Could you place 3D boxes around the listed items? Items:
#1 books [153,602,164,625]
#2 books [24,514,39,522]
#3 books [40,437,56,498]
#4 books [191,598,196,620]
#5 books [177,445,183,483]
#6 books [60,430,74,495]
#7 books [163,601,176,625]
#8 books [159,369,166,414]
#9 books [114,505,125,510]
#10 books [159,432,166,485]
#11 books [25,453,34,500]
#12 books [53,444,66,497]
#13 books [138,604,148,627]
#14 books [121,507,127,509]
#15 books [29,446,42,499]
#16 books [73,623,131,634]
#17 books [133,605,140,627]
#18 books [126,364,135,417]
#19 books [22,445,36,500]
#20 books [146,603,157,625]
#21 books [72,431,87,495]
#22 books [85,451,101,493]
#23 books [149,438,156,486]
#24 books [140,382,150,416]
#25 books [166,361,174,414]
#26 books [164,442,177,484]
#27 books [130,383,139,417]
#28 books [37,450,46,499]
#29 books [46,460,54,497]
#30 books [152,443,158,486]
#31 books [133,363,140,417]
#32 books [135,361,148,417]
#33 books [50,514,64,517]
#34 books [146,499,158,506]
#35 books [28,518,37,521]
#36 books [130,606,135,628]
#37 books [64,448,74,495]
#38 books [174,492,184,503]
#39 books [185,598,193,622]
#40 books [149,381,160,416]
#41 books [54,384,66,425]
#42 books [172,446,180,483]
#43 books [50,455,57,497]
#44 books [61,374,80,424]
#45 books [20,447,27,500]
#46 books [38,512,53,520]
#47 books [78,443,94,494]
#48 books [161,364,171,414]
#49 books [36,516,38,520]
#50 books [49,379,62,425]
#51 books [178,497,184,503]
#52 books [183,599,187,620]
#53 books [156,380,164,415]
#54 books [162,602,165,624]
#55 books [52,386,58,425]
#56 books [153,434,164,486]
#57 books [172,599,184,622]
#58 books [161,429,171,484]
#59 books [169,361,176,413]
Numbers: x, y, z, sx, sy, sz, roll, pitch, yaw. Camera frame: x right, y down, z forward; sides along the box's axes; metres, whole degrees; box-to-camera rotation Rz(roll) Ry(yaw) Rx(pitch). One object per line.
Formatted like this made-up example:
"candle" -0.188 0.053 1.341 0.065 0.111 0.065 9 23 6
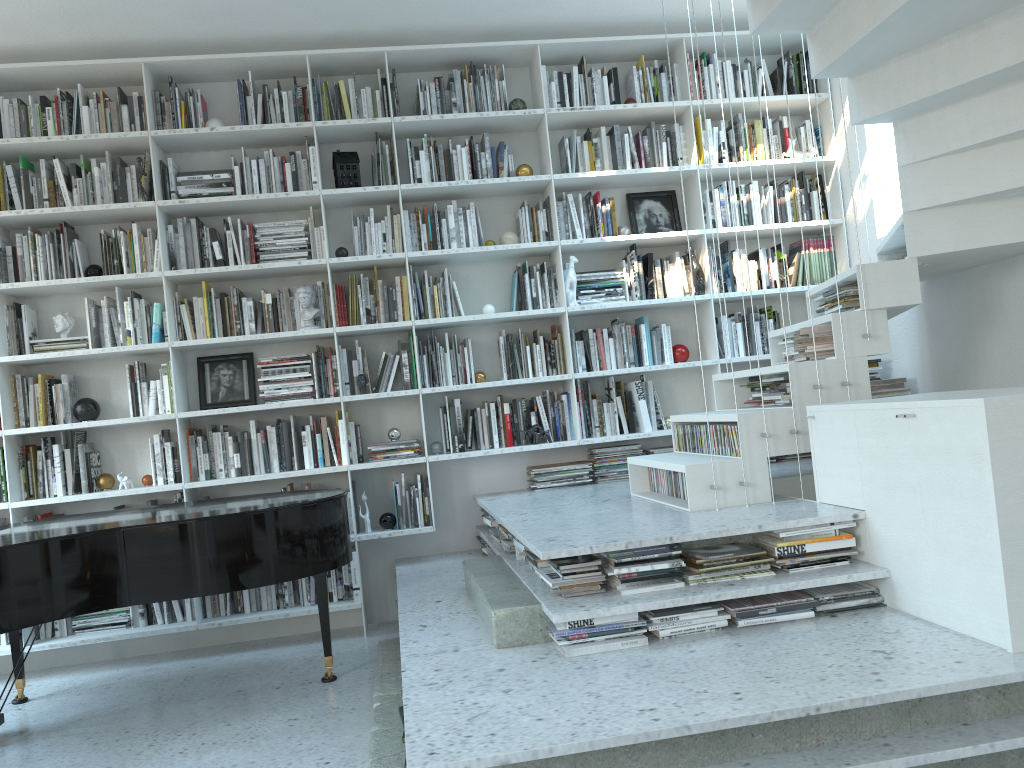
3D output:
"books" -1.876 1.138 4.719 0.062 0.253 0.177 -6 -1 -8
"books" -2.510 0.834 4.655 0.012 0.285 0.159 -6 -1 -8
"books" -2.426 0.436 4.664 0.014 0.313 0.166 -6 -1 -8
"books" -1.687 1.156 4.747 0.024 0.179 0.171 -6 -1 -8
"books" -1.762 0.426 4.766 0.024 0.201 0.158 -6 -1 -8
"books" -2.346 0.416 4.698 0.013 0.339 0.138 -6 -1 -8
"books" -1.829 1.122 4.716 0.012 0.274 0.180 -6 -1 -8
"books" -1.851 0.045 4.753 0.012 0.244 0.171 -6 -1 -8
"books" -2.074 0.790 4.715 0.012 0.285 0.159 -6 -1 -8
"books" -1.856 0.398 4.760 0.010 0.277 0.155 -6 -1 -8
"books" -2.497 0.480 4.653 0.030 0.239 0.157 -6 -1 -8
"books" -2.358 0.451 4.670 0.027 0.269 0.185 -6 -1 -8
"books" -1.945 1.170 4.707 0.029 0.202 0.178 -6 -1 -8
"books" -2.060 0.796 4.712 0.012 0.270 0.142 -6 -1 -8
"books" -2.477 0.461 4.649 0.012 0.272 0.181 -6 -1 -8
"books" -2.143 1.282 4.691 0.285 0.007 0.159 -6 -2 -8
"books" -1.980 1.142 4.716 0.031 0.265 0.144 -6 -1 -8
"books" -2.023 0.042 4.740 0.012 0.285 0.159 -6 -1 -8
"books" -2.521 0.461 4.654 0.013 0.283 0.146 -6 -1 -8
"books" -1.920 1.150 4.723 0.028 0.238 0.136 -6 -1 -8
"books" -2.283 0.414 4.683 0.050 0.328 0.166 -6 -1 -8
"books" -2.217 0.466 4.704 0.023 0.212 0.160 -6 -1 -8
"books" -1.906 0.414 4.748 0.012 0.254 0.161 -6 -1 -8
"books" -1.951 0.087 4.759 0.030 0.183 0.154 -6 -1 -8
"books" -1.814 0.024 4.756 0.011 0.279 0.187 -6 -1 -8
"books" -1.819 0.422 4.752 0.029 0.221 0.153 -6 -1 -8
"books" -1.999 0.089 4.737 0.025 0.186 0.154 -6 -1 -8
"books" -2.450 0.471 4.660 0.042 0.248 0.162 -6 -1 -8
"books" -2.402 0.493 4.670 0.024 0.196 0.157 -6 -1 -8
"books" -1.893 0.427 4.758 0.015 0.225 0.148 -6 -1 -8
"books" -1.988 0.036 4.752 0.011 0.291 0.156 -6 -1 -8
"books" -1.976 0.031 4.751 0.012 0.298 0.166 -6 -1 -8
"books" -2.388 0.827 4.676 0.026 0.273 0.146 -6 -1 -8
"books" -1.915 0.770 4.747 0.025 0.294 0.134 -6 -1 -8
"books" -2.492 0.841 4.658 0.023 0.266 0.134 -6 -1 -8
"books" -1.999 1.149 4.698 0.012 0.254 0.161 -6 -1 -8
"books" -2.320 0.462 4.692 0.029 0.241 0.135 -6 -1 -8
"books" -1.766 0.741 4.746 0.013 0.320 0.173 -6 -1 -8
"books" -1.712 1.117 4.727 0.024 0.260 0.189 -6 -1 -8
"books" -1.906 0.079 4.750 0.057 0.188 0.156 -6 -1 -8
"books" -2.361 0.110 4.683 0.028 0.216 0.175 -6 -1 -8
"books" -1.790 0.433 4.775 0.031 0.194 0.142 -6 -1 -8
"books" -2.380 0.481 4.669 0.021 0.215 0.172 -6 -1 -8
"books" -2.338 0.084 4.702 0.028 0.266 0.144 -6 -1 -8
"books" -2.535 0.466 4.661 0.013 0.275 0.147 -6 -1 -8
"books" -2.440 0.825 4.661 0.013 0.288 0.161 -6 -1 -8
"books" -2.242 0.444 4.686 0.027 0.261 0.163 -6 -1 -8
"books" -1.834 0.031 4.763 0.027 0.269 0.178 -6 -1 -8
"books" -2.450 0.829 4.657 0.010 0.282 0.149 -6 -1 -8
"books" -2.404 0.100 4.701 0.028 0.247 0.142 -6 -1 -8
"books" -1.749 0.755 4.758 0.021 0.290 0.160 -6 -1 -8
"books" -1.740 1.121 4.755 0.025 0.259 0.132 -6 -1 -8
"books" -1.867 0.075 4.761 0.024 0.188 0.172 -6 -1 -8
"books" -1.839 1.144 4.721 0.011 0.232 0.174 -6 -1 -8
"books" -2.380 0.117 4.684 0.011 0.208 0.180 -6 -1 -8
"books" -1.872 0.403 4.743 0.027 0.269 0.159 -6 -1 -8
"books" -1.788 1.117 4.735 0.073 0.275 0.181 -6 -1 -8
"books" -1.844 0.389 4.758 0.014 0.291 0.132 -6 -1 -8
"books" -1.799 0.021 4.761 0.021 0.281 0.162 -6 -1 -8
